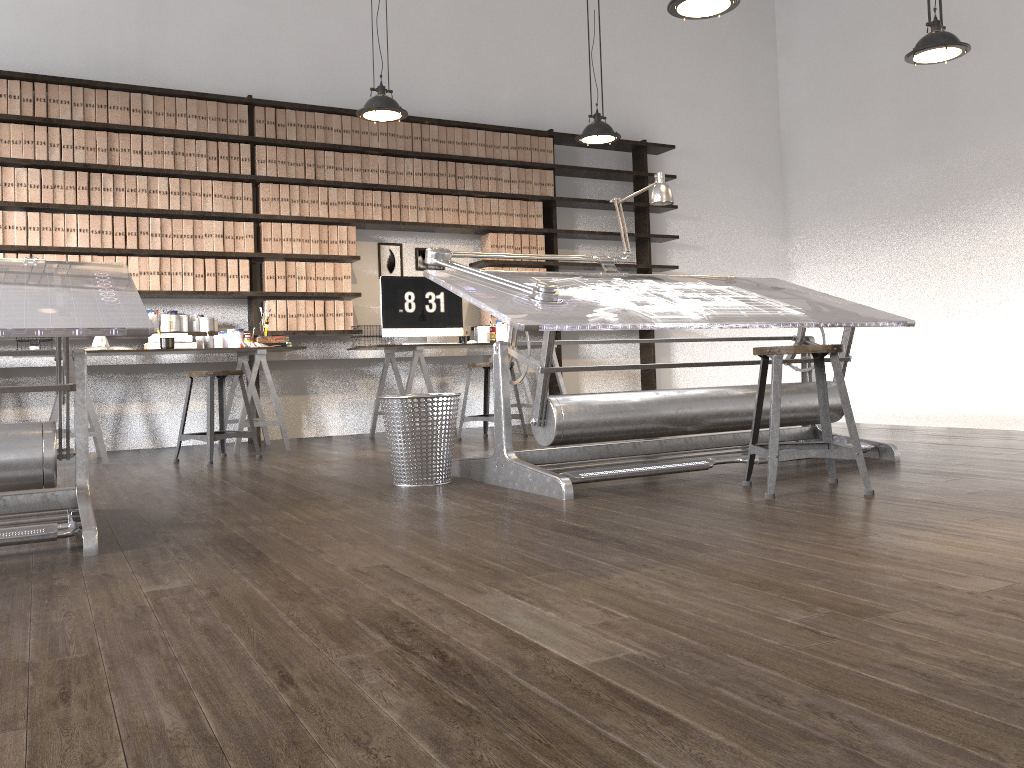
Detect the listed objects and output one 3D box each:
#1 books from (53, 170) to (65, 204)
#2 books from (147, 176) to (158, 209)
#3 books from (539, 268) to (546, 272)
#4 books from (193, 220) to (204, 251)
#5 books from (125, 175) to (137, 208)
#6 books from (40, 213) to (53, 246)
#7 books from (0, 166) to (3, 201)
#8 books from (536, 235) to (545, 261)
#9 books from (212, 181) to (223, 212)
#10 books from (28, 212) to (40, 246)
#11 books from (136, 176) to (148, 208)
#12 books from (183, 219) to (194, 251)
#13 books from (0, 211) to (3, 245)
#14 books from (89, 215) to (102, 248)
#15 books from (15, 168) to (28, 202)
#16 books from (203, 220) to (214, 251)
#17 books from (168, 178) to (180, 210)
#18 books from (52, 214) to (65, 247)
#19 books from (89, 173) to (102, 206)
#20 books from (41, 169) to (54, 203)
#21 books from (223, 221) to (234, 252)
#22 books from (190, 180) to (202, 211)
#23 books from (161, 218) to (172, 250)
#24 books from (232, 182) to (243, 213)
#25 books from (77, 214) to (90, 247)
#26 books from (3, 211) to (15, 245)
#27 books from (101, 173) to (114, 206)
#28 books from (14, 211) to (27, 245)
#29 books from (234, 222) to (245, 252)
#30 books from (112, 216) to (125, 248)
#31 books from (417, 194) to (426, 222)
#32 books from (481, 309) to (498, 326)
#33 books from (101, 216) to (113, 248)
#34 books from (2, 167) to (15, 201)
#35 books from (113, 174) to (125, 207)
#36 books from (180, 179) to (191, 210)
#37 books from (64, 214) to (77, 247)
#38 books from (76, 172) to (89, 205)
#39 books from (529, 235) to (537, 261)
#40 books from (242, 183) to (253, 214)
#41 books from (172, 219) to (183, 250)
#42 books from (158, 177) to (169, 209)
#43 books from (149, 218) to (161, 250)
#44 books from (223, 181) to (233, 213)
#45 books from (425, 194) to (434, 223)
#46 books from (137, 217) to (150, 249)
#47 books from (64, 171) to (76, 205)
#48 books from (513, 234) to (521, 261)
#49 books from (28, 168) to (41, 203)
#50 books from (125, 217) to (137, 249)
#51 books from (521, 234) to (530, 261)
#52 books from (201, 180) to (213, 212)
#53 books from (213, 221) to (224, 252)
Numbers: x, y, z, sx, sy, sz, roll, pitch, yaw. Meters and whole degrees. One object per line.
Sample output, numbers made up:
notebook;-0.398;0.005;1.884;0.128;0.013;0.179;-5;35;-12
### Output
books;-2.930;-1.251;5.722;0.067;0.226;0.174;-1;-1;-28
books;-2.436;-1.273;5.987;0.067;0.226;0.174;-1;-1;-28
books;0.218;-0.842;7.379;0.067;0.226;0.174;-1;-1;-28
books;-2.174;-1.006;6.112;0.067;0.226;0.174;-1;-1;-28
books;-2.554;-1.267;5.925;0.067;0.226;0.174;-1;-1;-28
books;-2.985;-0.971;5.679;0.067;0.226;0.174;-1;-1;-28
books;-3.237;-1.237;5.559;0.067;0.226;0.174;-1;-1;-28
books;0.203;-1.117;7.385;0.067;0.226;0.174;-1;-1;-28
books;-2.065;-1.289;6.180;0.067;0.226;0.174;-1;-1;-28
books;-3.046;-0.968;5.642;0.067;0.226;0.174;-1;-1;-28
books;-2.492;-1.270;5.952;0.067;0.226;0.174;-1;-1;-28
books;-2.231;-1.004;6.077;0.067;0.226;0.174;-1;-1;-28
books;-3.223;-0.960;5.546;0.067;0.226;0.174;-1;-1;-28
books;-2.732;-0.982;5.808;0.067;0.226;0.174;-1;-1;-28
books;-3.113;-1.243;5.623;0.067;0.226;0.174;-1;-1;-28
books;-2.118;-1.009;6.140;0.067;0.226;0.174;-1;-1;-28
books;-2.315;-1.278;6.048;0.067;0.226;0.174;-1;-1;-28
books;-2.925;-0.973;5.713;0.067;0.226;0.174;-1;-1;-28
books;-2.742;-1.259;5.825;0.067;0.226;0.174;-1;-1;-28
books;-2.984;-1.248;5.688;0.067;0.226;0.174;-1;-1;-28
books;-1.999;-1.014;6.207;0.067;0.226;0.174;-1;-1;-28
books;-2.194;-1.283;6.119;0.067;0.226;0.174;-1;-1;-28
books;-2.356;-0.998;6.017;0.067;0.226;0.174;-1;-1;-28
books;-1.953;-1.294;6.245;0.067;0.226;0.174;-1;-1;-28
books;-2.796;-0.979;5.774;0.067;0.226;0.174;-1;-1;-28
books;-3.166;-0.963;5.581;0.067;0.226;0.174;-1;-1;-28
books;-2.677;-1.262;5.854;0.067;0.226;0.174;-1;-1;-28
books;-3.110;-0.965;5.610;0.067;0.226;0.174;-1;-1;-28
books;-1.938;-1.017;6.241;0.067;0.226;0.174;-1;-1;-28
books;-2.613;-0.987;5.880;0.067;0.226;0.174;-1;-1;-28
books;-0.735;-1.353;6.896;0.067;0.226;0.174;-1;-1;-28
books;-0.184;-0.546;7.150;0.067;0.226;0.174;-1;-1;-28
books;-2.678;-0.984;5.842;0.067;0.226;0.174;-1;-1;-28
books;-3.177;-1.240;5.593;0.067;0.226;0.174;-1;-1;-28
books;-2.617;-1.265;5.892;0.067;0.226;0.174;-1;-1;-28
books;-2.254;-1.281;6.085;0.067;0.226;0.174;-1;-1;-28
books;-2.861;-0.976;5.743;0.067;0.226;0.174;-1;-1;-28
books;-2.806;-1.256;5.785;0.067;0.226;0.174;-1;-1;-28
books;0.135;-1.114;7.351;0.067;0.226;0.174;-1;-1;-28
books;-1.892;-1.296;6.279;0.067;0.226;0.174;-1;-1;-28
books;-2.293;-1.001;6.050;0.067;0.226;0.174;-1;-1;-28
books;-2.379;-1.275;6.016;0.067;0.226;0.174;-1;-1;-28
books;-2.416;-0.996;5.979;0.067;0.226;0.174;-1;-1;-28
books;-2.006;-1.291;6.211;0.067;0.226;0.174;-1;-1;-28
books;-0.675;-1.356;6.932;0.067;0.226;0.174;-1;-1;-28
books;-2.481;-0.993;5.950;0.067;0.226;0.174;-1;-1;-28
books;-2.874;-1.253;5.755;0.067;0.226;0.174;-1;-1;-28
books;0.004;-1.108;7.281;0.067;0.226;0.174;-1;-1;-28
books;-3.048;-1.246;5.654;0.067;0.226;0.174;-1;-1;-28
books;-2.545;-0.990;5.910;0.067;0.226;0.174;-1;-1;-28
books;0.073;-1.111;7.311;0.067;0.226;0.174;-1;-1;-28
books;-2.130;-1.286;6.149;0.067;0.226;0.174;-1;-1;-28
books;-2.059;-1.011;6.170;0.067;0.226;0.174;-1;-1;-28
